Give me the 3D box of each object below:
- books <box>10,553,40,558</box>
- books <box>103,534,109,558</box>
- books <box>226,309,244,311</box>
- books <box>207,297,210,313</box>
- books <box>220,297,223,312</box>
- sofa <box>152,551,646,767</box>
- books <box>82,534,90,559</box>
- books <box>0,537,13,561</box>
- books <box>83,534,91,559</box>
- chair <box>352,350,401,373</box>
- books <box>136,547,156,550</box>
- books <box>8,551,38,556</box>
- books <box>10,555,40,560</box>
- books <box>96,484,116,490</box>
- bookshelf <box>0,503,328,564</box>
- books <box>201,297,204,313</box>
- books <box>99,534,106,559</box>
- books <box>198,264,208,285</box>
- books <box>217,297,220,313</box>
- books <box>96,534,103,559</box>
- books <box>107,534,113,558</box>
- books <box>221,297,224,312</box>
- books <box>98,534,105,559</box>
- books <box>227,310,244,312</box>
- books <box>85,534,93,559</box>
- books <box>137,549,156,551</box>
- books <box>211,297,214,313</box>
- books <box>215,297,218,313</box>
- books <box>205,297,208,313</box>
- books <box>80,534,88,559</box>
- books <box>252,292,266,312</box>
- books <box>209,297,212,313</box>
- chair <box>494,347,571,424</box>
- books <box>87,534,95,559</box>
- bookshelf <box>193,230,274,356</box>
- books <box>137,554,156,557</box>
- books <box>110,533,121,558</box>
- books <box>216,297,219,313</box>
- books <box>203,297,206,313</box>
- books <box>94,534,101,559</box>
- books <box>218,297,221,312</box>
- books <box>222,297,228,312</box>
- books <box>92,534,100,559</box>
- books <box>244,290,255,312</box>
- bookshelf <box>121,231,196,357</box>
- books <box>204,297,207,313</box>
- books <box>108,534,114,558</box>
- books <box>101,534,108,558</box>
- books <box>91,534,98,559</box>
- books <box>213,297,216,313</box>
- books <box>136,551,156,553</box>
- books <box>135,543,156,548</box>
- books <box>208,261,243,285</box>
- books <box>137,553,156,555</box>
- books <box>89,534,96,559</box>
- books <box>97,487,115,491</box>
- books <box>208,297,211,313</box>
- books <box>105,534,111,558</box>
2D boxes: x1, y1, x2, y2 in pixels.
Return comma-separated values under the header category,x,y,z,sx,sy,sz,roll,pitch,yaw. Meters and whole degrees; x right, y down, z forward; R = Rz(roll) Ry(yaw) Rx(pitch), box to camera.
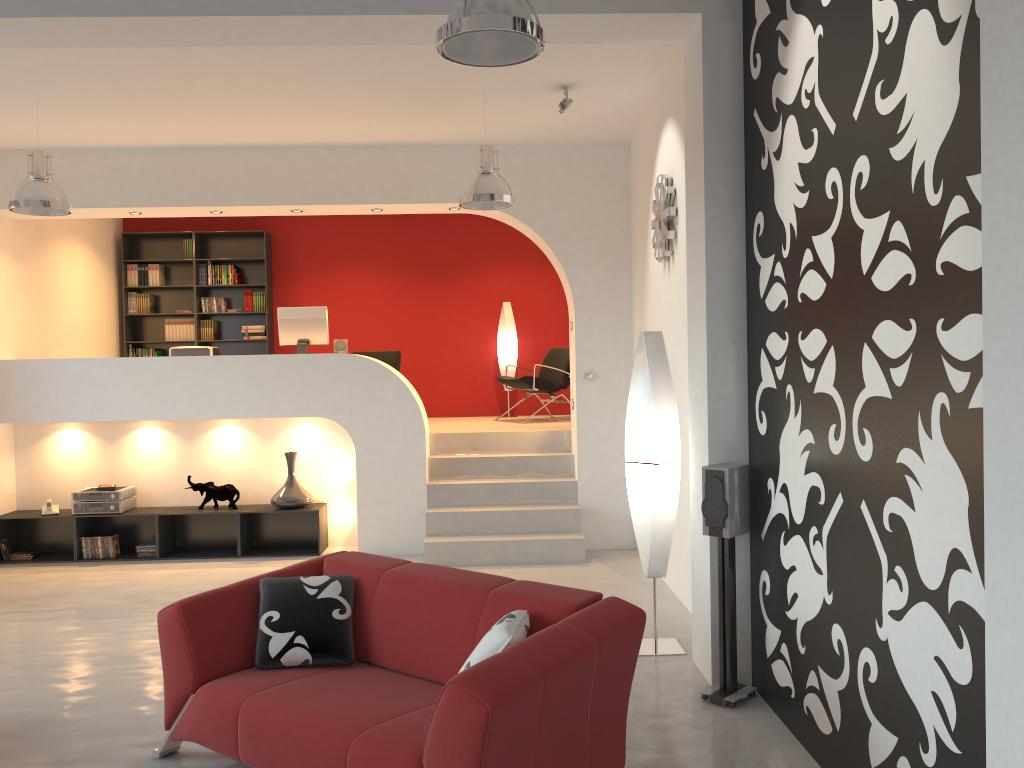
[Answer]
category,x,y,z,sx,sy,sz,roll,pitch,yaw
books,-4.238,1.492,7.725,0.190,0.015,0.135,-1,1,-2
books,-3.504,1.406,7.697,0.031,0.190,0.135,-1,1,-2
books,-3.231,-0.865,10.391,0.190,0.015,0.135,-1,1,3
books,-3.536,-0.917,10.380,0.031,0.190,0.135,-1,1,-2
books,-3.386,-0.920,10.385,0.031,0.190,0.135,-1,1,-2
sofa,-0.488,1.175,3.445,1.929,0.738,0.951,0,2,38
books,-3.684,1.409,7.691,0.031,0.190,0.135,-1,1,-2
books,-4.375,1.429,7.669,0.063,0.187,0.135,-1,1,-2
books,-3.669,1.409,7.692,0.031,0.190,0.135,-1,1,-2
chair,-1.607,0.040,9.526,0.664,0.795,0.768,-1,1,18
books,-3.165,1.426,7.752,0.190,0.015,0.135,-1,1,-2
books,-4.254,1.477,7.724,0.190,0.015,0.135,-1,1,-2
books,-4.243,1.507,7.725,0.190,0.015,0.135,-1,1,-2
books,-3.540,0.898,7.740,0.135,0.015,0.190,-1,1,-17
bookshelf,-3.042,1.305,7.782,2.764,0.397,0.405,-1,1,-2
books,-3.595,-0.916,10.379,0.031,0.190,0.135,-1,1,-2
books,-3.534,1.406,7.696,0.031,0.190,0.135,-1,1,-2
books,-3.587,-1.265,10.364,0.090,0.256,0.181,-1,1,-2
books,-3.416,-0.919,10.384,0.031,0.190,0.135,-1,1,-2
books,-3.564,1.407,7.695,0.031,0.190,0.135,-1,1,-2
books,-3.474,1.405,7.698,0.031,0.190,0.135,-1,1,-2
books,-3.370,-0.920,10.386,0.031,0.190,0.135,-1,1,-2
books,-3.549,1.407,7.696,0.031,0.190,0.135,-1,1,-2
books,-3.221,-0.851,10.392,0.190,0.015,0.135,-1,1,-2
books,-3.654,1.409,7.692,0.031,0.190,0.135,-1,1,-2
books,-3.160,1.440,7.759,0.190,0.015,0.135,-1,1,-2
books,-3.491,-0.918,10.382,0.031,0.190,0.135,-1,1,-2
books,-3.445,-0.919,10.383,0.031,0.190,0.135,-1,1,-2
books,-3.550,-0.917,10.380,0.031,0.190,0.135,-1,1,-2
books,-3.699,1.410,7.691,0.031,0.190,0.135,-1,1,-2
books,-2.947,-0.953,10.390,0.146,0.240,0.170,-1,1,-2
books,-3.506,-0.917,10.381,0.031,0.190,0.135,-1,1,-2
chair,0.280,0.000,9.646,0.768,0.795,0.664,-2,1,-27
books,-3.639,1.408,7.693,0.031,0.190,0.135,-1,1,-2
bookshelf,-3.226,-0.654,10.343,0.816,2.213,0.305,-1,1,-2
books,-3.162,1.485,7.760,0.190,0.015,0.135,-1,1,-7
books,-3.444,1.405,7.699,0.031,0.190,0.135,-1,1,-2
books,-3.430,-0.919,10.384,0.031,0.190,0.135,-1,1,-2
books,-3.580,-0.916,10.379,0.031,0.190,0.135,-1,1,-2
books,-3.579,1.407,7.695,0.031,0.190,0.135,-1,1,-2
books,-3.401,-0.920,10.385,0.031,0.190,0.135,-1,1,-2
books,-3.356,-0.920,10.386,0.031,0.190,0.135,-1,1,-2
books,-3.594,1.408,7.694,0.031,0.190,0.135,-1,1,-2
books,-3.068,-0.959,10.387,0.090,0.256,0.181,-1,1,-2
bookshelf,-4.041,-0.637,10.317,0.816,2.213,0.305,-1,1,-2
books,-3.565,-0.916,10.379,0.031,0.190,0.135,-1,1,-2
books,-3.459,1.405,7.698,0.031,0.190,0.135,-1,1,-2
books,-3.519,1.406,7.697,0.031,0.190,0.135,-1,1,-2
books,-3.609,1.408,7.694,0.031,0.190,0.135,-1,1,-2
books,-3.460,-0.918,10.383,0.031,0.190,0.135,-1,1,-2
books,-3.166,1.455,7.759,0.190,0.015,0.135,-1,1,3
books,-3.175,1.411,7.758,0.190,0.015,0.135,-1,1,-7
books,-3.350,-1.284,10.348,0.341,0.286,0.231,-1,1,-2
books,-3.156,1.470,7.760,0.190,0.015,0.135,-1,1,-2
books,-3.624,1.408,7.693,0.031,0.190,0.135,-1,1,-2
books,-3.536,0.913,7.731,0.135,0.015,0.190,-2,1,-22
books,-3.521,-0.917,10.381,0.031,0.190,0.135,-1,1,-2
books,-3.489,1.405,7.697,0.031,0.190,0.135,-1,1,-2
